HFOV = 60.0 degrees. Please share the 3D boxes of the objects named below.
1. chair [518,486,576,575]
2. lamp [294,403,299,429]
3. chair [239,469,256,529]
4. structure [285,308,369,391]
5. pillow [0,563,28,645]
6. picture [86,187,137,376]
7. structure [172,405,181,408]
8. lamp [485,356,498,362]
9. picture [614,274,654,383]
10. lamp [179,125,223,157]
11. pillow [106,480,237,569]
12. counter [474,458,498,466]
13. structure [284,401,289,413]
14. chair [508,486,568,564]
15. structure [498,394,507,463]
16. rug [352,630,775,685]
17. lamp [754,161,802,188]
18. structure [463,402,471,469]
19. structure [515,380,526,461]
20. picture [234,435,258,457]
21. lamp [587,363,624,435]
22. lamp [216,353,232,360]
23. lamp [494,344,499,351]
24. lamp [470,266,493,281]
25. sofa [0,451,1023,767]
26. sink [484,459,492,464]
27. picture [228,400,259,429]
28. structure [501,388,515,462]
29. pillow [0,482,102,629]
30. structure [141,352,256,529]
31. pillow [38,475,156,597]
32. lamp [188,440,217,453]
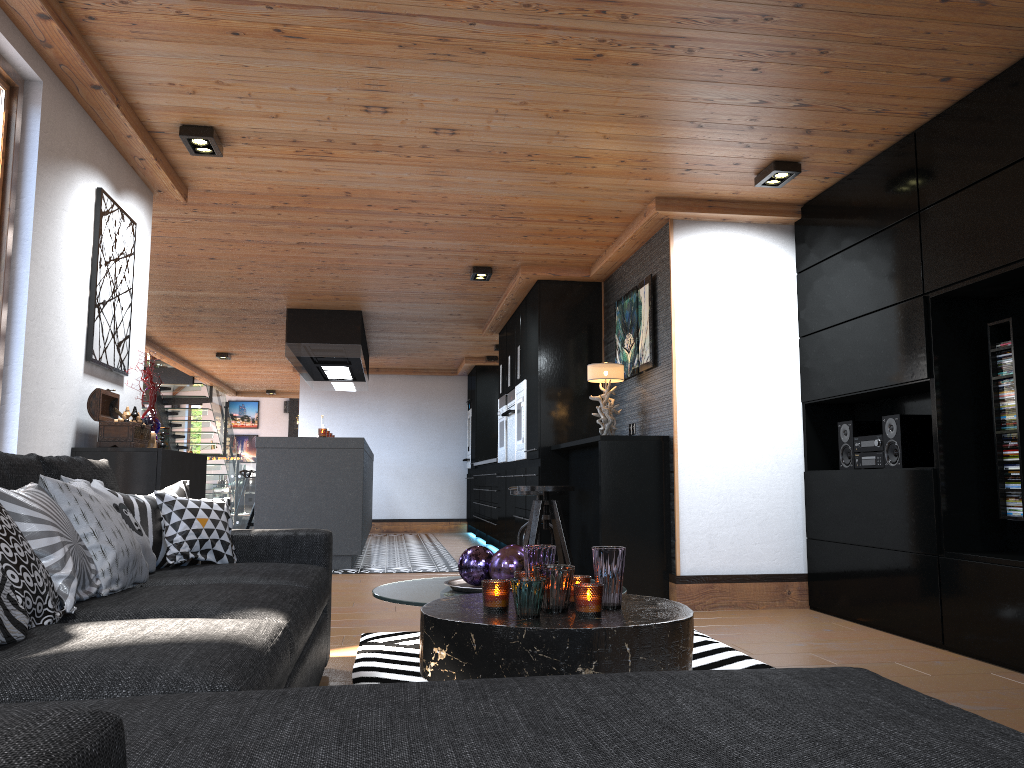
[{"bbox_3d":[0.216,1.005,5.574,0.394,0.722,0.391,1,-7,-8],"label":"chair"},{"bbox_3d":[-5.577,0.079,23.409,0.263,2.205,0.796,2,-7,-17],"label":"lamp"},{"bbox_3d":[-2.266,1.208,8.133,0.471,0.841,0.536,1,-7,-7],"label":"chair"},{"bbox_3d":[-2.032,-0.320,10.121,0.713,0.477,3.234,1,-6,-8],"label":"structure"},{"bbox_3d":[-1.002,0.315,1.381,0.313,0.364,0.663,2,-7,-13],"label":"pillow"},{"bbox_3d":[-1.874,-0.456,4.168,0.020,0.783,0.560,1,-7,-8],"label":"picture"},{"bbox_3d":[-9.667,0.623,25.517,0.214,0.350,0.212,1,-7,-8],"label":"structure"},{"bbox_3d":[-0.270,-0.341,11.776,0.156,0.068,0.152,1,-7,-8],"label":"lamp"},{"bbox_3d":[0.822,-0.353,6.044,0.010,0.595,0.921,1,-7,-8],"label":"picture"},{"bbox_3d":[-1.490,-1.172,4.260,0.156,0.068,0.260,1,-6,-8],"label":"lamp"},{"bbox_3d":[-1.233,0.516,3.155,0.296,0.346,0.541,-6,-9,42],"label":"pillow"},{"bbox_3d":[-0.074,0.939,10.618,0.533,0.040,2.554,1,-6,-8],"label":"counter"},{"bbox_3d":[-6.594,0.676,26.007,0.214,0.350,0.212,1,-7,-8],"label":"structure"},{"bbox_3d":[0.192,1.085,6.276,0.442,0.718,0.439,1,-7,-5],"label":"chair"},{"bbox_3d":[0.059,0.470,9.074,0.383,0.674,0.596,1,-7,-8],"label":"structure"},{"bbox_3d":[0.279,1.064,3.023,1.668,0.020,2.885,1,-6,-8],"label":"rug"},{"bbox_3d":[1.414,-1.121,4.723,0.156,0.068,0.260,1,-6,-8],"label":"lamp"},{"bbox_3d":[-0.566,0.751,12.852,0.256,0.947,0.594,1,-7,-8],"label":"structure"},{"bbox_3d":[0.069,0.328,7.786,0.039,0.673,0.590,1,-7,-8],"label":"structure"},{"bbox_3d":[-7.843,1.883,25.735,0.882,0.817,0.035,1,-7,-9],"label":"picture"},{"bbox_3d":[0.636,0.129,5.995,0.248,0.517,0.246,1,-7,-5],"label":"lamp"},{"bbox_3d":[-3.750,-0.368,11.531,0.156,0.068,0.260,1,-6,-8],"label":"lamp"},{"bbox_3d":[-0.136,-0.448,10.808,0.156,0.068,0.152,1,-7,-8],"label":"lamp"},{"bbox_3d":[-0.244,-0.872,6.971,0.156,0.068,0.260,1,-6,-8],"label":"lamp"},{"bbox_3d":[-0.504,0.553,2.063,2.096,0.820,3.073,1,-6,-8],"label":"sofa"},{"bbox_3d":[-0.074,0.780,10.555,0.464,0.421,0.957,1,-7,-8],"label":"sink"},{"bbox_3d":[-7.841,0.894,25.858,0.882,0.817,0.035,1,-7,-9],"label":"picture"},{"bbox_3d":[-0.027,0.395,8.398,0.090,0.674,0.591,1,-7,-8],"label":"structure"},{"bbox_3d":[-1.122,0.380,1.995,0.276,0.356,0.724,1,-7,-8],"label":"pillow"},{"bbox_3d":[-7.673,1.866,13.730,9.244,6.409,10.969,1,-7,-8],"label":"structure"},{"bbox_3d":[-1.222,0.435,2.631,0.285,0.329,0.721,2,-7,-18],"label":"pillow"},{"bbox_3d":[-8.691,2.480,24.362,0.524,1.902,1.327,-1,-7,13],"label":"lamp"}]
